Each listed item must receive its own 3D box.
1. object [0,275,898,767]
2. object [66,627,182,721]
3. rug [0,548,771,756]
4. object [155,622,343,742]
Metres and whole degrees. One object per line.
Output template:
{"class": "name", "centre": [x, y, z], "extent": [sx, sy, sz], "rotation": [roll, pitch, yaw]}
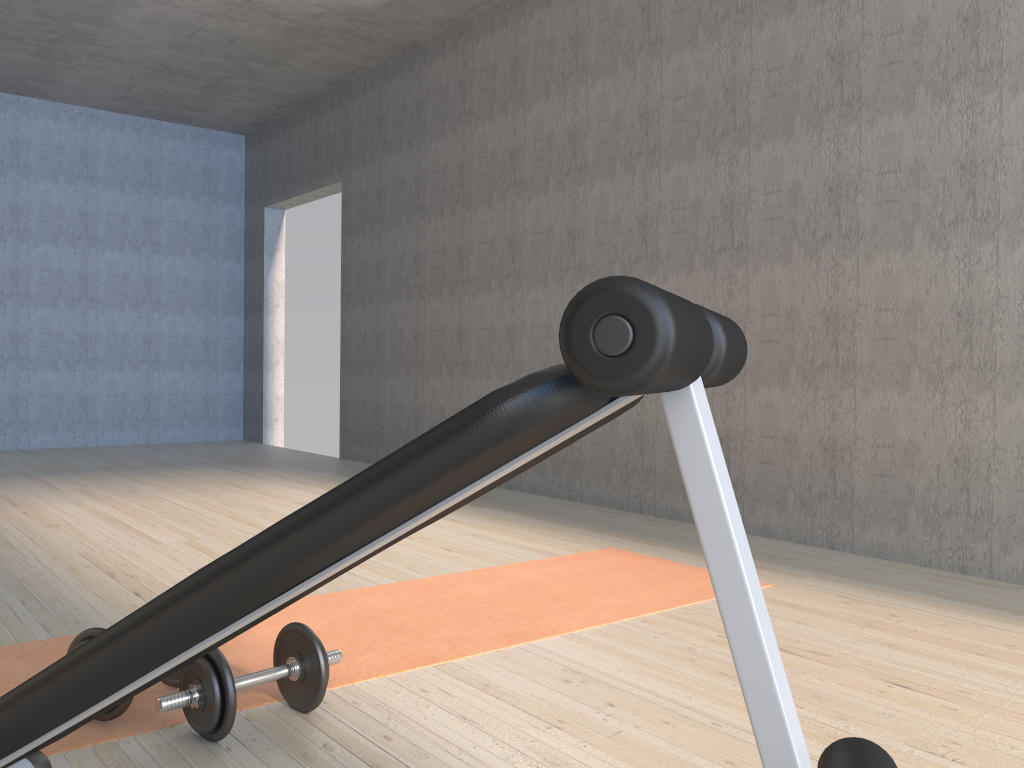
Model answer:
{"class": "object", "centre": [-0.260, 0.289, 0.955], "extent": [1.312, 0.746, 0.505], "rotation": [1, 1, 21]}
{"class": "object", "centre": [-0.744, 0.550, 1.773], "extent": [0.176, 0.176, 0.385], "rotation": [1, 1, 23]}
{"class": "rug", "centre": [-0.483, 0.637, 2.258], "extent": [2.779, 0.002, 0.716], "rotation": [0, 1, -38]}
{"class": "object", "centre": [-0.489, 0.564, 1.695], "extent": [0.176, 0.176, 0.385], "rotation": [2, 1, 43]}
